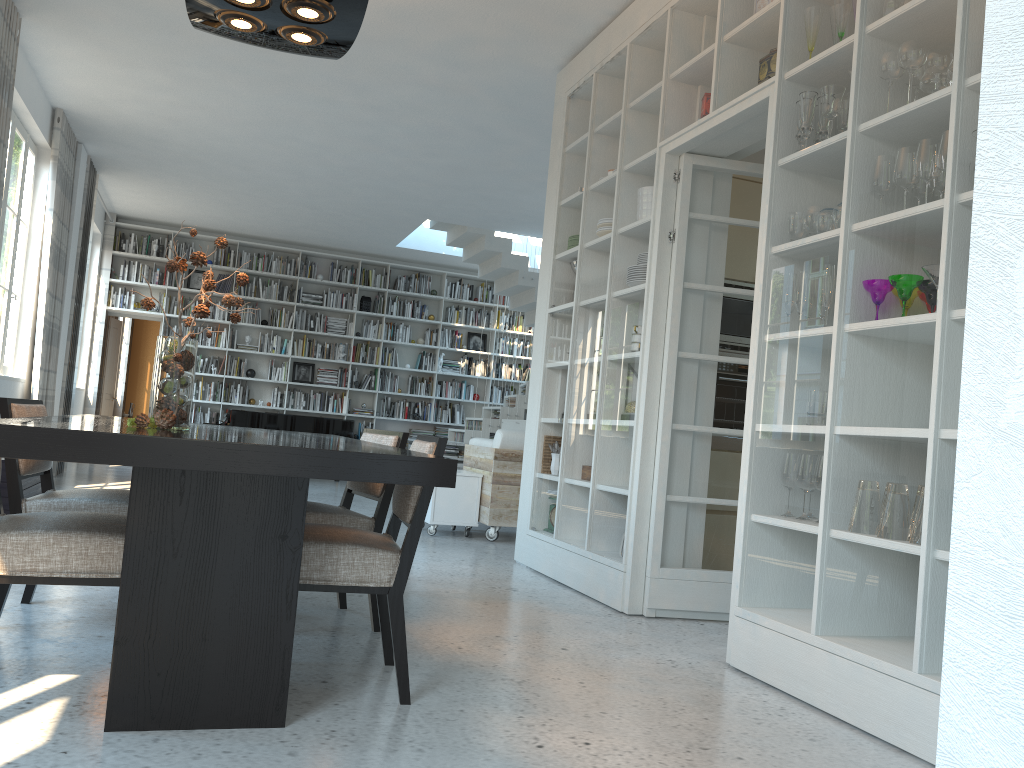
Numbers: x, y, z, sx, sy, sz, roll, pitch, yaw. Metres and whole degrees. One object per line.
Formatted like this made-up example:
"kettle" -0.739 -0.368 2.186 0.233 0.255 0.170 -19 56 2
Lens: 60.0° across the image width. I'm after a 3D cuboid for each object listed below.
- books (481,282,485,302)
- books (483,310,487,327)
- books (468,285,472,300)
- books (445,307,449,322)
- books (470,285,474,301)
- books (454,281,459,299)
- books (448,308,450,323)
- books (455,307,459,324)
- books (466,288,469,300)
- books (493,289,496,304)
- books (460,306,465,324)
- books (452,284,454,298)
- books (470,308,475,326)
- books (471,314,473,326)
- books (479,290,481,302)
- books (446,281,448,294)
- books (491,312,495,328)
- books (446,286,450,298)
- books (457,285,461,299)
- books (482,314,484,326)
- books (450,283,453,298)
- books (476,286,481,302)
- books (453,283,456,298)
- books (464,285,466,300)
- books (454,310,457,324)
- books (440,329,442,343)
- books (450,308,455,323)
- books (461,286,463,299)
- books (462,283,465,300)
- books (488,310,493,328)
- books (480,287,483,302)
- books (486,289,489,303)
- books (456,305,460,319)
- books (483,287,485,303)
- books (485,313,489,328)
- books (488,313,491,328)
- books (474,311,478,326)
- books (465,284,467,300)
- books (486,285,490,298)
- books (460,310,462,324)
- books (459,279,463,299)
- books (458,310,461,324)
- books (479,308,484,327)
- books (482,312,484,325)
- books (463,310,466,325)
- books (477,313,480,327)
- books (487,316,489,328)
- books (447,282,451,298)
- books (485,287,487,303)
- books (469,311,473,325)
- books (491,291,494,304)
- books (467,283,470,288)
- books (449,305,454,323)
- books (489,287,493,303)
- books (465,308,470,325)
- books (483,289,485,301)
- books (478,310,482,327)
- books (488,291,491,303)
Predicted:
"books" -0.456 -1.367 13.413 0.007 0.320 0.165 6 -3 -19
"books" -0.428 -0.971 13.407 0.036 0.272 0.177 6 -3 -19
"books" -0.648 -1.353 13.363 0.012 0.254 0.161 6 -3 -19
"books" -0.970 -1.020 13.239 0.012 0.254 0.161 6 -3 -19
"books" -0.624 -1.353 13.358 0.030 0.257 0.165 6 -3 -19
"books" -0.845 -1.388 13.280 0.048 0.278 0.150 6 -3 -19
"books" -0.959 -1.010 13.240 0.013 0.236 0.141 6 -3 -19
"books" -0.839 -1.010 13.271 0.026 0.261 0.167 6 -3 -19
"books" -0.688 -1.333 13.324 0.024 0.202 0.190 6 -3 -19
"books" -0.278 -1.318 13.474 0.026 0.263 0.163 6 -3 -19
"books" -0.753 -1.014 13.303 0.026 0.288 0.156 6 -3 -19
"books" -0.906 -1.371 13.259 0.024 0.231 0.168 6 -3 -19
"books" -0.594 -0.993 13.371 0.048 0.283 0.162 6 -3 -19
"books" -0.629 -0.952 13.379 0.027 0.196 0.130 6 -3 -19
"books" -0.504 -1.322 13.390 0.008 0.220 0.182 6 -3 -19
"books" -0.997 -1.396 13.242 0.014 0.264 0.140 6 -3 -19
"books" -0.314 -0.955 13.458 0.031 0.265 0.169 6 -3 -19
"books" -0.974 -1.355 13.219 0.022 0.182 0.190 6 -3 -19
"books" -0.811 -1.360 13.294 0.030 0.231 0.148 6 -3 -19
"books" -0.454 -0.962 13.408 0.011 0.249 0.152 6 -3 -19
"books" -0.927 -1.379 13.243 0.026 0.241 0.184 6 -3 -19
"books" -0.515 -1.341 13.384 0.019 0.256 0.169 6 -3 -19
"books" -0.887 -1.377 13.284 0.027 0.249 0.140 6 -3 -19
"books" -0.729 -1.354 13.315 0.022 0.236 0.172 6 -3 -19
"books" -0.865 -0.986 13.257 0.025 0.207 0.175 6 -3 -19
"books" -1.090 -0.680 13.203 0.031 0.284 0.137 6 -3 -19
"books" -0.894 -1.010 13.272 0.026 0.250 0.130 6 -3 -19
"books" -0.774 -1.350 13.320 0.030 0.220 0.133 6 -3 -19
"books" -0.745 -1.369 13.309 0.014 0.262 0.168 6 -3 -19
"books" -0.341 -0.967 13.452 0.026 0.284 0.147 6 -3 -19
"books" -0.486 -1.335 13.402 0.016 0.251 0.189 6 -3 -19
"books" -0.395 -1.317 13.425 0.018 0.235 0.186 6 -3 -19
"books" -0.823 -1.026 13.286 0.011 0.296 0.162 6 -3 -19
"books" -0.436 -1.328 13.418 0.031 0.248 0.164 6 -3 -19
"books" -0.401 -0.952 13.425 0.030 0.241 0.162 6 -3 -19
"books" -0.367 -0.944 13.446 0.022 0.234 0.158 6 -3 -19
"books" -0.559 -0.969 13.358 0.014 0.240 0.189 6 -3 -19
"books" -0.711 -1.361 13.331 0.021 0.254 0.151 6 -3 -19
"books" -0.381 -1.347 13.452 0.020 0.299 0.131 6 -3 -19
"books" -0.786 -0.990 13.313 0.024 0.236 0.146 6 -3 -19
"books" -0.782 -1.408 13.293 0.014 0.332 0.180 6 -3 -19
"books" -0.807 -0.988 13.291 0.030 0.224 0.158 6 -3 -19
"books" -0.477 -0.988 13.389 0.022 0.294 0.181 6 -3 -19
"books" -0.471 -0.963 13.417 0.014 0.249 0.162 6 -3 -19
"books" -0.735 -0.987 13.319 0.025 0.238 0.143 6 -3 -19
"books" -0.528 -0.954 13.376 0.031 0.217 0.165 6 -3 -19
"books" -0.385 -0.952 13.448 0.014 0.246 0.142 6 -3 -19
"books" -0.952 -1.386 13.239 0.025 0.250 0.178 6 -3 -19
"books" -0.418 -1.330 13.441 0.017 0.256 0.146 6 -3 -19
"books" -0.639 -0.973 13.327 0.030 0.230 0.187 6 -3 -19
"books" -0.314 -1.295 13.484 0.031 0.211 0.131 6 -3 -19
"books" -0.676 -1.369 13.356 0.012 0.279 0.153 6 -3 -19
"books" -0.926 -1.030 13.252 0.052 0.282 0.166 6 -3 -19
"books" -0.336 -1.332 13.471 0.025 0.279 0.136 6 -3 -19
"books" -0.690 -0.998 13.280 0.032 0.265 0.245 6 -3 -19
"books" -0.451 -1.319 13.405 0.007 0.225 0.170 6 -3 -19
"books" -0.504 -0.974 13.394 0.023 0.263 0.156 6 -3 -19
"books" -0.358 -1.301 13.444 0.029 0.210 0.169 6 -3 -19
